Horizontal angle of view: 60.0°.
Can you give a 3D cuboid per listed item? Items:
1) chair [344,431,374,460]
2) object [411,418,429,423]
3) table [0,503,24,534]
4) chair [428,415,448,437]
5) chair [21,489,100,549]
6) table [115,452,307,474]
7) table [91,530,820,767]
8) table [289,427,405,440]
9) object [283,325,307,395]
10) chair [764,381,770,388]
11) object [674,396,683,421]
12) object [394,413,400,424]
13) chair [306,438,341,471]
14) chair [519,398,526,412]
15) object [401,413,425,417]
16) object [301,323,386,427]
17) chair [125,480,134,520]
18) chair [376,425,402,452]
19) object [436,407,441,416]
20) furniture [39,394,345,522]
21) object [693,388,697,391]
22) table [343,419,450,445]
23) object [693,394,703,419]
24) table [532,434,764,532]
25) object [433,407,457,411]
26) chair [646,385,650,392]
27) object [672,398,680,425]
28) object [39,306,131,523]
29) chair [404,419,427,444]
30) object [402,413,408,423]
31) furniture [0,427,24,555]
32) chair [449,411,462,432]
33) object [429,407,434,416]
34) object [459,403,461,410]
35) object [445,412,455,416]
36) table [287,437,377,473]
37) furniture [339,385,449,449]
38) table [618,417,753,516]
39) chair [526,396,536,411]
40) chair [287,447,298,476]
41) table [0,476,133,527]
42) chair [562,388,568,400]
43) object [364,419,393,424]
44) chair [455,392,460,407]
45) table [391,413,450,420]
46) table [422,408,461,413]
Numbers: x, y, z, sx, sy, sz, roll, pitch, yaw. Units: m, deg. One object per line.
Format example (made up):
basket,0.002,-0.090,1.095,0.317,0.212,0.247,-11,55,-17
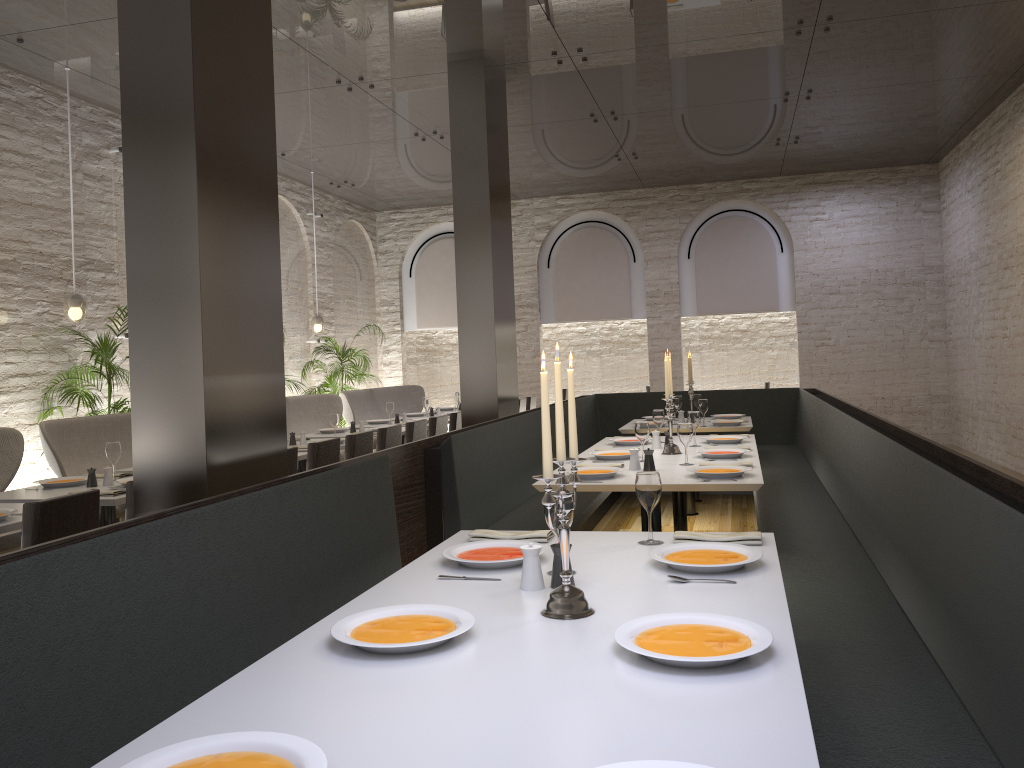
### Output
chair,-1.304,0.809,6.412,0.565,0.906,0.412,-2,-1,14
object,-0.926,0.394,9.459,0.322,0.036,0.321,-3,2,-38
table,-2.588,0.995,3.952,0.935,0.760,1.011,-2,1,14
chair,-0.877,0.749,8.083,0.565,0.906,0.412,-2,-1,14
chair,-2.017,0.908,3.620,0.565,0.906,0.412,-2,-1,14
table,-2.020,0.916,6.177,0.935,0.760,1.011,-2,1,14
table,0.047,0.940,1.871,1.100,0.760,2.539,-2,1,14
table,-1.443,0.836,8.437,0.935,0.760,1.011,-2,1,14
object,-2.831,0.276,9.247,1.146,1.976,1.187,-2,0,-35
chair,3.678,0.426,13.558,0.565,0.906,0.412,-2,-1,14
object,1.540,0.226,8.201,0.086,0.231,0.086,-2,-1,-40
object,-1.228,0.366,9.468,0.059,0.109,0.059,-2,-1,-40
chair,-1.443,0.828,5.869,0.565,0.906,0.412,-2,-1,14
chair,-0.106,0.642,11.103,0.565,0.906,0.412,-2,-1,14
object,-1.173,0.373,10.663,0.322,0.036,0.321,-3,2,-38
object,-2.206,0.190,11.630,1.145,1.976,1.187,-2,0,-5
chair,-1.870,0.888,4.196,0.565,0.906,0.412,-2,-1,14
chair,-1.164,0.789,6.958,0.565,0.906,0.412,-2,-1,14
object,-0.876,0.324,10.564,0.059,0.109,0.059,-2,-1,-40
furniture,-2.367,0.719,7.897,0.708,1.097,4.477,-2,1,14
object,2.022,0.164,9.857,0.086,0.231,0.086,-3,-1,44
table,-1.166,0.798,9.521,0.935,0.760,1.011,-2,1,14
object,1.748,0.214,8.341,0.086,0.231,0.086,-2,-1,-16
table,0.958,0.814,5.442,1.100,0.760,2.539,-2,1,14
object,-0.891,0.334,11.768,0.322,0.036,0.321,-3,2,-38
chair,2.408,0.470,13.882,0.565,0.906,0.412,-2,-1,14
object,1.427,0.241,7.761,0.086,0.231,0.086,-2,-1,-40
object,-3.326,0.345,7.298,1.189,1.976,1.144,-2,0,-45
chair,-1.018,0.769,7.532,0.565,0.906,0.412,-2,-1,14
object,-1.149,0.362,9.495,0.059,0.109,0.059,-2,-1,-40
furniture,-3.515,0.879,3.402,0.708,1.097,4.477,-2,1,14
chair,-0.731,0.729,8.654,0.565,0.906,0.412,-2,-1,14
object,-0.955,0.328,10.537,0.059,0.109,0.059,-2,-1,-40
object,-0.673,0.289,11.642,0.059,0.109,0.059,-2,-1,-40
object,-0.653,0.356,10.528,0.322,0.036,0.321,-3,2,-38
table,-1.733,0.876,7.302,0.935,0.760,1.011,-2,1,14
furniture,-1.457,0.592,11.460,0.707,1.098,2.585,-2,1,14
table,1.591,0.725,7.919,1.100,0.760,1.188,-2,1,14
chair,0.037,0.622,11.663,0.565,0.906,0.412,-2,-1,14
chair,-1.590,0.849,5.293,0.565,0.906,0.412,-2,-1,14
table,-2.308,0.956,5.049,0.935,0.760,1.011,-2,1,14
chair,0.662,0.530,14.327,0.565,0.906,0.412,-2,-1,14
object,-1.446,0.411,9.594,0.322,0.036,0.321,-3,2,-38
chair,-0.608,0.573,14.652,0.565,0.906,0.412,-2,-1,14
table,-0.894,0.760,10.590,0.935,0.760,1.011,-2,1,14
table,-0.611,0.720,11.694,0.935,0.760,1.011,-2,1,14
